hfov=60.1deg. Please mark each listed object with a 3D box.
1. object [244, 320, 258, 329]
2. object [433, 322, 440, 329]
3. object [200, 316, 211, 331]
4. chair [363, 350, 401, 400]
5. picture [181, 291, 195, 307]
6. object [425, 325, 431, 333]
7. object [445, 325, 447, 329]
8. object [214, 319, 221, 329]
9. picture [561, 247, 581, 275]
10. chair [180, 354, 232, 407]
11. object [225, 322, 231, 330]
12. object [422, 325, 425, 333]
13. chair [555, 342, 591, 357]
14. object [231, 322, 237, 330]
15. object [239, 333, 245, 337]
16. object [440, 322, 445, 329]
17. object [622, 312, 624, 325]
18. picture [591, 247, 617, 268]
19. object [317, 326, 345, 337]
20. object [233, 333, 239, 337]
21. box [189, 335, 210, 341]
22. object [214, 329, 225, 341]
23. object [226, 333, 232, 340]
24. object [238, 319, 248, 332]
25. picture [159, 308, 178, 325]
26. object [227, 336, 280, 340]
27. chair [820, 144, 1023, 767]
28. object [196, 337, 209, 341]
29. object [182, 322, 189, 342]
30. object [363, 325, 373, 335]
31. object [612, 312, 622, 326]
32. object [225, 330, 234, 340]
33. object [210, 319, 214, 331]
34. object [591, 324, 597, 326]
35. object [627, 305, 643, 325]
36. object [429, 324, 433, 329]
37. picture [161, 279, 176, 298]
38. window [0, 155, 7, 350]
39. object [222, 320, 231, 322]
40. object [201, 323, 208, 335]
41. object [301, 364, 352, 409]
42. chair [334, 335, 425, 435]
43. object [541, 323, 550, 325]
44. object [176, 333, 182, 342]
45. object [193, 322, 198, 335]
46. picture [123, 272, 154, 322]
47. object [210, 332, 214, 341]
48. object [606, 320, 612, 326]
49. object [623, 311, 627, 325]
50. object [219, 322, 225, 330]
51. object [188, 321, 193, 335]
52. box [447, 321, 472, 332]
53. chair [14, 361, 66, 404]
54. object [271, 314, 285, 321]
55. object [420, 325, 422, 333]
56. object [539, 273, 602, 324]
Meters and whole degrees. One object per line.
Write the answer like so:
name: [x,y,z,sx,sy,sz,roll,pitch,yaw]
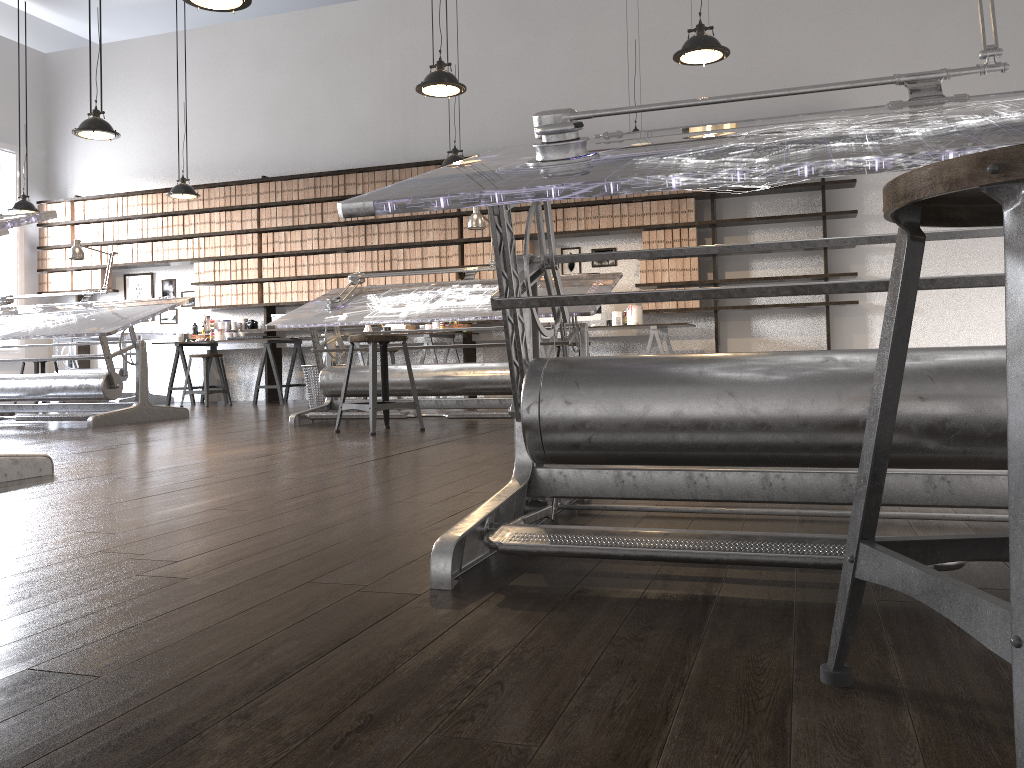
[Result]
object: [-2.886,-0.654,9.759,0.171,0.109,0.091,-1,0,18]
object: [-0.735,-0.566,8.795,0.105,0.142,0.104,-2,-1,26]
object: [-3.431,-0.676,9.911,0.106,0.177,0.107,-2,-1,20]
chair: [-1.201,-0.062,8.165,0.372,0.528,0.358,-1,-1,-8]
picture: [-3.714,-0.984,10.229,0.251,0.184,0.023,-1,-1,18]
object: [-0.835,-0.545,8.842,0.062,0.094,0.062,-1,-1,-22]
object: [-0.639,-0.542,8.789,0.060,0.089,0.059,-2,-1,23]
object: [-3.309,-0.662,9.948,0.070,0.130,0.070,-1,-1,-34]
picture: [0.590,-1.217,8.820,0.201,0.285,0.022,-2,-2,18]
chair: [-3.054,-0.032,8.846,0.371,0.528,0.358,-2,-1,27]
object: [-3.156,-0.640,9.837,0.062,0.093,0.063,-1,-1,4]
object: [-0.874,-0.546,8.900,0.063,0.093,0.062,-1,-1,-31]
chair: [0.527,-0.093,7.625,0.358,0.528,0.371,-1,-1,-13]
object: [-3.090,-0.642,9.839,0.062,0.094,0.062,-1,-1,4]
object: [-2.935,-0.511,9.628,0.062,0.094,0.062,-1,-1,-23]
object: [-0.684,-0.552,8.737,0.049,0.112,0.049,-2,-1,22]
object: [1.027,-0.596,8.244,0.096,0.143,0.096,-2,-1,35]
picture: [0.907,-1.243,8.715,0.251,0.184,0.023,-1,-1,18]
object: [-1.876,-0.555,9.142,0.203,0.161,0.284,-1,1,18]
object: [-2.994,-0.509,9.597,0.062,0.093,0.063,-1,-1,-23]
box: [-3.393,-0.496,9.653,0.212,0.083,0.137,-1,1,18]
object: [-3.169,-0.523,9.595,0.105,0.142,0.104,-2,-1,11]
object: [-3.060,-0.507,9.572,0.062,0.094,0.062,-1,-1,-32]
object: [-2.980,-0.646,9.822,0.107,0.162,0.236,-1,0,-16]
picture: [-4.002,-0.787,10.320,0.251,0.184,0.023,-1,-1,18]
object: [-2.675,-0.473,9.181,0.445,0.033,0.312,-1,1,18]
chair: [0.517,0.068,0.805,0.358,0.528,0.371,-1,-1,-3]
object: [-3.307,-0.471,9.440,0.132,0.050,0.197,-2,1,-43]
object: [-3.554,-0.562,9.640,0.069,0.230,0.068,-2,-1,15]
object: [-1.485,-0.589,9.145,0.101,0.209,0.101,-1,-1,-27]
object: [0.968,-0.593,8.153,0.094,0.145,0.094,-2,-1,44]
object: [-3.090,-0.521,9.681,0.095,0.128,0.094,-2,-1,22]
object: [-3.376,-0.661,9.968,0.050,0.140,0.051,-2,-1,16]
object: [0.749,-0.530,8.060,0.059,0.028,0.106,-1,1,15]
object: [1.120,-0.614,8.073,0.144,0.196,0.145,-1,-1,-9]
object: [-0.816,-0.548,8.901,0.045,0.101,0.044,-2,-1,18]
picture: [-3.999,-1.081,10.326,0.201,0.285,0.022,-2,-2,18]
window: [-6.128,-1.510,9.802,0.153,2.313,1.244,-2,-1,18]
object: [-3.205,-0.655,9.955,0.094,0.128,0.095,-1,-1,-41]
object: [-3.271,-0.614,9.767,0.077,0.146,0.345,-2,0,41]
object: [-1.299,0.053,6.222,0.352,0.378,0.353,-2,0,40]
chair: [-0.721,0.005,4.801,0.358,0.528,0.371,-1,-1,-43]
object: [0.221,-0.594,8.550,0.284,0.161,0.203,-1,0,10]
object: [-3.623,-0.499,9.648,0.068,0.104,0.068,-2,-1,23]
object: [-3.505,-0.567,9.788,0.069,0.230,0.068,-2,-1,15]
picture: [-4.397,-1.017,10.445,0.415,0.575,0.040,-2,-2,18]
object: [-3.244,-0.507,9.578,0.049,0.112,0.049,-2,-1,15]
object: [0.933,-0.593,8.329,0.096,0.142,0.091,-1,-1,-2]
object: [1.063,-0.596,8.163,0.068,0.155,0.068,-1,-1,-5]
object: [-3.226,-0.639,9.845,0.062,0.094,0.062,-1,-1,4]
object: [-3.532,-0.568,9.708,0.069,0.238,0.068,-2,-1,15]
box: [-0.520,-0.608,8.711,0.212,0.207,0.137,-1,-1,18]
chair: [-4.736,0.010,8.882,0.371,0.528,0.358,-2,-1,27]
object: [-2.459,-0.683,9.659,0.317,0.152,0.193,-1,0,18]
object: [-0.903,-0.547,8.961,0.062,0.094,0.062,-1,-1,-31]
object: [0.538,-0.775,8.386,0.643,0.519,0.204,-1,-1,18]
